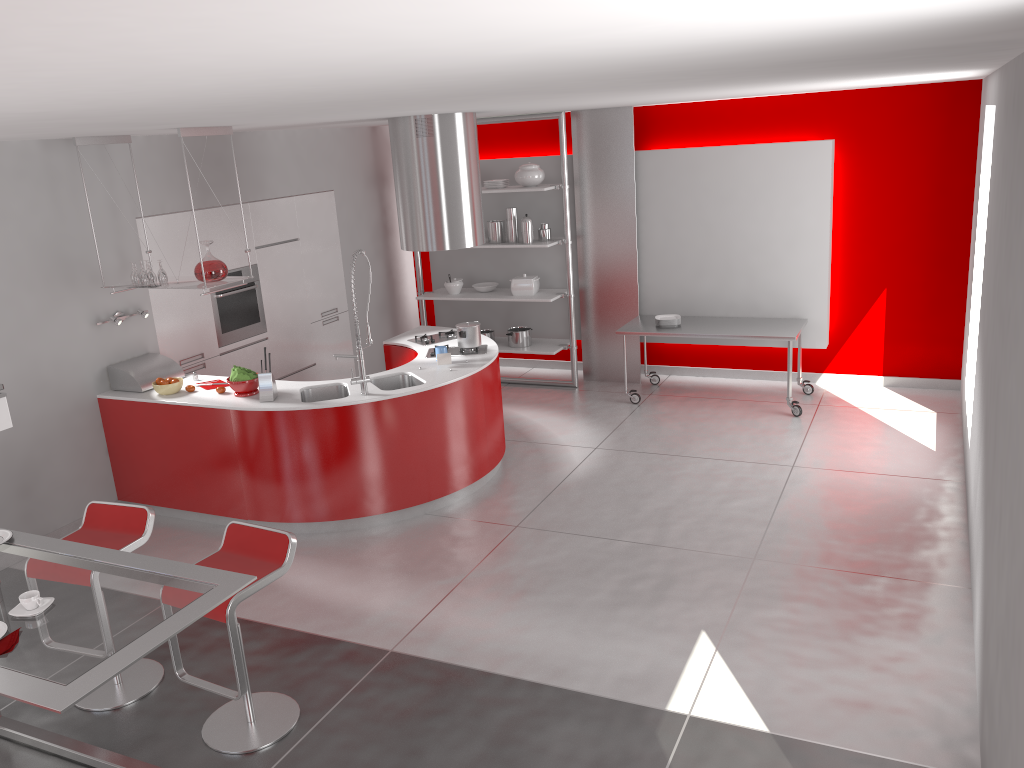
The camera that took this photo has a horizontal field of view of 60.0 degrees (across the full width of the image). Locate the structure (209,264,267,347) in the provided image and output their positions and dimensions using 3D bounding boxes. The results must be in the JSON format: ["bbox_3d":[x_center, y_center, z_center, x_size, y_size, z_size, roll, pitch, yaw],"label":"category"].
[{"bbox_3d":[-2.266,-0.658,7.382,0.050,0.589,0.599,4,17,25],"label":"structure"}]

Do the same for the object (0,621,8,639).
[{"bbox_3d":[-1.713,0.810,2.804,0.217,0.015,0.217,-17,20,-38],"label":"object"}]

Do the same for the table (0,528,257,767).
[{"bbox_3d":[-1.798,1.216,3.260,1.700,1.000,0.800,4,17,25],"label":"table"}]

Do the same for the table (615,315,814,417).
[{"bbox_3d":[1.822,-0.195,7.954,1.627,0.682,0.749,4,18,26],"label":"table"}]

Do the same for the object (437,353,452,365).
[{"bbox_3d":[-0.479,-0.180,6.257,0.100,0.080,0.109,-5,16,-4],"label":"object"}]

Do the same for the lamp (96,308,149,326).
[{"bbox_3d":[-2.727,-0.470,6.270,0.155,0.081,0.454,4,17,25],"label":"lamp"}]

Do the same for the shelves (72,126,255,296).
[{"bbox_3d":[-2.273,-1.128,5.828,0.934,1.023,0.462,4,17,25],"label":"shelves"}]

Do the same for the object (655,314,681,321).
[{"bbox_3d":[1.404,-0.592,7.984,0.228,0.020,0.228,-2,16,8],"label":"object"}]

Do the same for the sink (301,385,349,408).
[{"bbox_3d":[-1.229,0.155,5.874,0.326,0.172,0.428,-8,16,-12],"label":"sink"}]

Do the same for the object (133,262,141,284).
[{"bbox_3d":[-2.527,-0.746,5.976,0.060,0.141,0.060,-3,16,3],"label":"object"}]

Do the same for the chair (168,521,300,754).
[{"bbox_3d":[-1.173,1.085,3.836,0.418,0.857,0.460,5,18,30],"label":"chair"}]

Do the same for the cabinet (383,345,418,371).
[{"bbox_3d":[-1.560,0.280,6.629,1.875,0.761,1.025,-9,17,-18],"label":"cabinet"}]

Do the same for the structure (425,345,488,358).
[{"bbox_3d":[-0.416,-0.263,6.695,0.457,0.037,0.303,-4,16,1],"label":"structure"}]

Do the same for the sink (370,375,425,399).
[{"bbox_3d":[-0.772,0.080,6.025,0.326,0.172,0.428,-11,17,-24],"label":"sink"}]

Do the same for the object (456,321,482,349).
[{"bbox_3d":[-0.324,-0.375,6.660,0.189,0.185,0.218,-7,16,-11],"label":"object"}]

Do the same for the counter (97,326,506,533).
[{"bbox_3d":[-1.332,0.337,6.487,2.865,0.880,1.868,-13,18,-29],"label":"counter"}]

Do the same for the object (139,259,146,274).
[{"bbox_3d":[-2.553,-0.788,6.131,0.060,0.141,0.060,4,17,25],"label":"object"}]

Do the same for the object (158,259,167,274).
[{"bbox_3d":[-2.392,-0.776,6.049,0.060,0.141,0.060,4,17,25],"label":"object"}]

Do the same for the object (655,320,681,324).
[{"bbox_3d":[1.406,-0.563,7.993,0.228,0.020,0.228,-2,16,8],"label":"object"}]

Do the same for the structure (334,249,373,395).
[{"bbox_3d":[-0.997,-0.391,5.662,0.308,0.920,0.178,-10,17,-20],"label":"structure"}]

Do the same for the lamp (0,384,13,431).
[{"bbox_3d":[-1.954,-0.312,2.855,0.304,1.025,0.304,4,17,25],"label":"lamp"}]

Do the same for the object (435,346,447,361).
[{"bbox_3d":[-0.507,-0.220,6.377,0.080,0.100,0.109,-4,16,-1],"label":"object"}]

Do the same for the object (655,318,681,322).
[{"bbox_3d":[1.404,-0.583,7.987,0.228,0.020,0.228,-2,16,8],"label":"object"}]

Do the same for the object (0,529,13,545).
[{"bbox_3d":[-2.109,0.632,3.534,0.217,0.015,0.217,-12,18,-26],"label":"object"}]

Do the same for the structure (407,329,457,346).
[{"bbox_3d":[-0.585,-0.389,7.185,0.457,0.037,0.303,-14,19,-32],"label":"structure"}]

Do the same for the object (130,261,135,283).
[{"bbox_3d":[-2.580,-0.764,6.053,0.060,0.141,0.060,4,17,25],"label":"object"}]

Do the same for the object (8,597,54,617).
[{"bbox_3d":[-1.615,0.753,2.986,0.119,0.016,0.119,-2,16,6],"label":"object"}]

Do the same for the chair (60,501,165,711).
[{"bbox_3d":[-1.927,1.037,4.195,0.418,0.857,0.460,2,17,21],"label":"chair"}]

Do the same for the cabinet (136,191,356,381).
[{"bbox_3d":[-2.411,-0.561,7.830,0.614,2.026,2.398,4,17,25],"label":"cabinet"}]

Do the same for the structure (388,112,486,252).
[{"bbox_3d":[-0.554,-1.509,6.624,0.644,0.958,0.644,-6,16,-7],"label":"structure"}]

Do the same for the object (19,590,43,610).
[{"bbox_3d":[-1.612,0.731,2.974,0.062,0.049,0.078,-17,20,-39],"label":"object"}]

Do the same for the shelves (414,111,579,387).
[{"bbox_3d":[-0.215,-1.265,8.720,1.735,2.599,0.535,4,17,25],"label":"shelves"}]

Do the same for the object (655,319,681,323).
[{"bbox_3d":[1.405,-0.573,7.990,0.228,0.020,0.228,-2,16,8],"label":"object"}]

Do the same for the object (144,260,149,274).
[{"bbox_3d":[-2.490,-0.775,6.069,0.060,0.141,0.060,4,17,25],"label":"object"}]

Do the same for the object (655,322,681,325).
[{"bbox_3d":[1.406,-0.553,7.996,0.228,0.020,0.228,-2,16,8],"label":"object"}]
